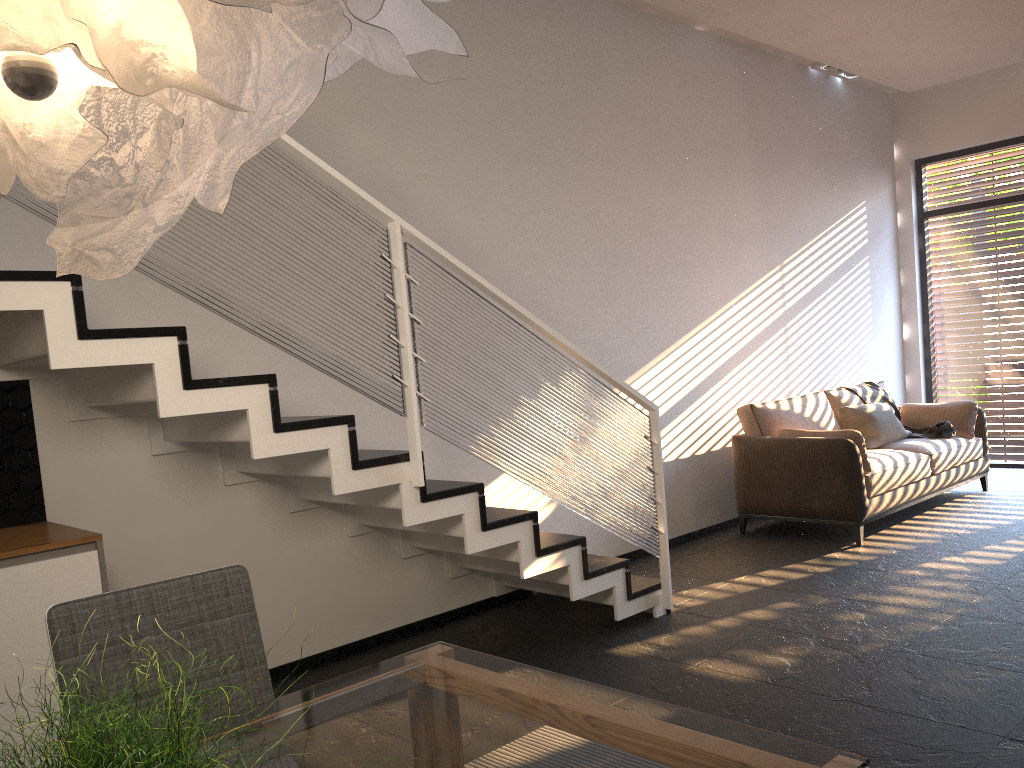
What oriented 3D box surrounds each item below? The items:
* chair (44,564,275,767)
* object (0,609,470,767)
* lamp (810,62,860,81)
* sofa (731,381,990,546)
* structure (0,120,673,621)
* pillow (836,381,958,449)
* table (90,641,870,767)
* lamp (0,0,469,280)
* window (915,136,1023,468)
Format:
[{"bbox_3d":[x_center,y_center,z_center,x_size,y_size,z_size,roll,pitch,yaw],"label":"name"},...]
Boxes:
[{"bbox_3d":[-0.566,0.880,1.751,0.473,0.923,0.602,-8,5,-40],"label":"chair"},{"bbox_3d":[-0.471,0.463,1.017,0.532,0.369,0.665,-3,3,42],"label":"object"},{"bbox_3d":[2.755,-2.638,7.350,0.642,0.066,0.253,-6,2,-43],"label":"lamp"},{"bbox_3d":[2.641,0.496,6.614,2.312,0.923,0.994,-6,3,-43],"label":"sofa"},{"bbox_3d":[-1.803,-2.705,0.446,8.427,8.342,4.235,-8,5,-43],"label":"structure"},{"bbox_3d":[2.868,0.345,7.073,1.016,0.710,0.954,-6,3,-19],"label":"pillow"},{"bbox_3d":[-0.445,0.987,1.061,1.793,0.717,0.998,-6,3,-43],"label":"table"},{"bbox_3d":[-0.750,-2.695,0.790,1.058,5.233,1.117,-8,5,-32],"label":"lamp"},{"bbox_3d":[5.589,-0.800,6.905,0.458,3.039,4.945,-9,4,-43],"label":"window"}]
